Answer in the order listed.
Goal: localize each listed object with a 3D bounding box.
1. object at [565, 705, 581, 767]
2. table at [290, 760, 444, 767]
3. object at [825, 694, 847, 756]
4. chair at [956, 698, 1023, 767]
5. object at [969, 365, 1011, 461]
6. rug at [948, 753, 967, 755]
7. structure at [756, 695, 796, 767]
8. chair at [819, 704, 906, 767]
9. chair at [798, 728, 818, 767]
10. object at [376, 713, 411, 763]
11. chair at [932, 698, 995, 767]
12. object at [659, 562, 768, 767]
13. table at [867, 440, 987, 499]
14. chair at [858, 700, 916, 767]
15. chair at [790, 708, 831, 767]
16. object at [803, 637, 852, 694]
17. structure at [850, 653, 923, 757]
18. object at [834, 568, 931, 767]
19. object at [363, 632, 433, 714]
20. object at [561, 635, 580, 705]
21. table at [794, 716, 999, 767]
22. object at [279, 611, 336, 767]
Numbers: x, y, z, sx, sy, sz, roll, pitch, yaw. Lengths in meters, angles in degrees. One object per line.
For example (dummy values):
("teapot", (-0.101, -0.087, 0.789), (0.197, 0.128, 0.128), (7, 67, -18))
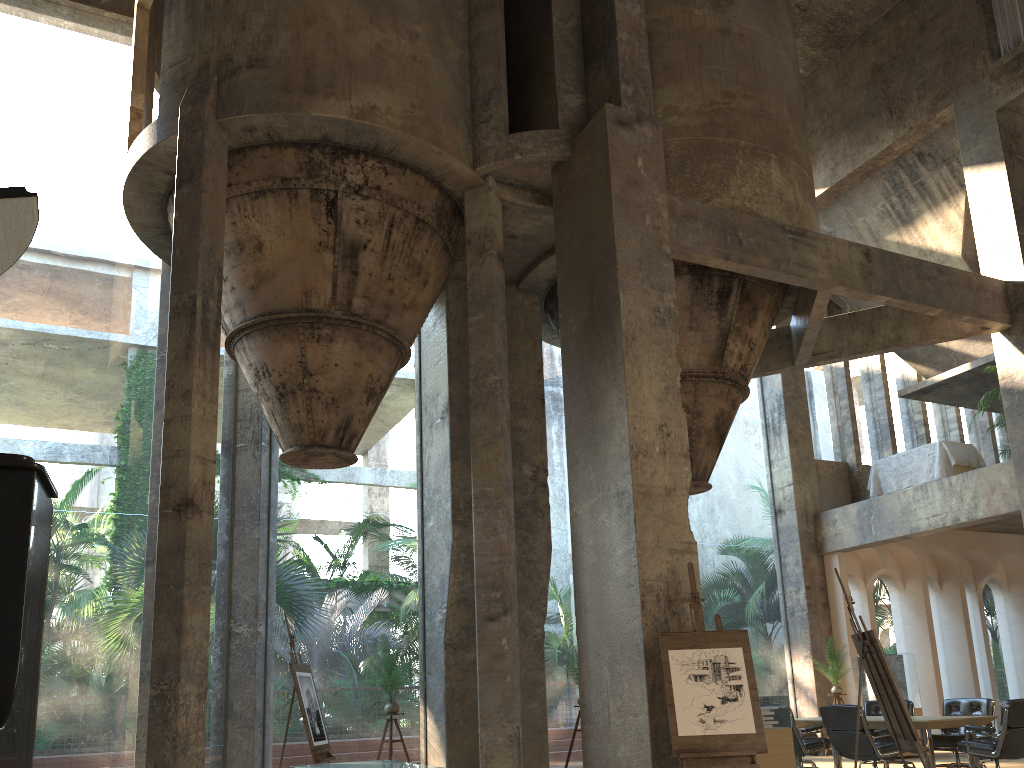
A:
("object", (0.946, 4.587, 11.185), (0.659, 0.941, 0.589), (-5, -15, 10))
("table", (-1.225, 3.550, 7.479), (0.944, 0.528, 1.930), (6, -21, -24))
("object", (5.169, 5.385, 13.852), (0.665, 0.941, 0.584), (-10, -17, 27))
("chair", (4.959, 3.676, 8.977), (0.734, 0.864, 0.844), (7, -19, -29))
("object", (7.562, 0.380, 12.900), (1.359, 1.751, 1.446), (3, -17, -20))
("rug", (7.808, 5.364, 12.720), (1.350, 0.009, 2.540), (7, -22, -24))
("structure", (2.088, 3.440, 8.190), (0.738, 0.982, 0.765), (5, -17, -25))
("chair", (3.872, 3.902, 9.487), (0.822, 0.864, 0.753), (3, -17, -19))
("chair", (3.657, 4.690, 11.650), (0.735, 0.864, 0.843), (7, -19, -30))
("object", (-1.286, 4.259, 10.036), (0.575, 0.941, 0.676), (7, -18, -31))
("chair", (5.164, 4.114, 10.213), (0.827, 0.864, 0.749), (8, -19, -31))
("object", (1.516, 2.388, 6.739), (0.702, 2.078, 0.706), (-2, -14, 0))
("table", (6.817, 1.516, 14.536), (1.119, 0.775, 1.804), (6, -20, -25))
("chair", (4.700, 4.447, 11.086), (0.741, 0.864, 0.837), (-14, -20, 36))
("chair", (3.391, 4.274, 10.466), (0.824, 0.864, 0.751), (5, -18, -24))
("object", (5.101, 4.509, 14.112), (0.866, 0.910, 0.705), (9, -19, -34))
("structure", (5.834, 4.979, 13.615), (0.746, 1.498, 0.611), (5, -16, -25))
("object", (3.174, 2.650, 7.643), (0.685, 2.078, 0.723), (-4, -14, 6))
("object", (-1.320, 3.341, 10.184), (0.858, 0.910, 0.711), (-1, -16, -5))
("object", (0.906, 3.630, 11.223), (0.690, 0.909, 0.885), (4, -18, -22))
("table", (4.301, 4.283, 10.323), (1.108, 0.677, 2.486), (6, -21, -24))
("object", (-2.216, 3.493, 9.402), (0.685, 2.078, 0.723), (-3, -14, 3))
